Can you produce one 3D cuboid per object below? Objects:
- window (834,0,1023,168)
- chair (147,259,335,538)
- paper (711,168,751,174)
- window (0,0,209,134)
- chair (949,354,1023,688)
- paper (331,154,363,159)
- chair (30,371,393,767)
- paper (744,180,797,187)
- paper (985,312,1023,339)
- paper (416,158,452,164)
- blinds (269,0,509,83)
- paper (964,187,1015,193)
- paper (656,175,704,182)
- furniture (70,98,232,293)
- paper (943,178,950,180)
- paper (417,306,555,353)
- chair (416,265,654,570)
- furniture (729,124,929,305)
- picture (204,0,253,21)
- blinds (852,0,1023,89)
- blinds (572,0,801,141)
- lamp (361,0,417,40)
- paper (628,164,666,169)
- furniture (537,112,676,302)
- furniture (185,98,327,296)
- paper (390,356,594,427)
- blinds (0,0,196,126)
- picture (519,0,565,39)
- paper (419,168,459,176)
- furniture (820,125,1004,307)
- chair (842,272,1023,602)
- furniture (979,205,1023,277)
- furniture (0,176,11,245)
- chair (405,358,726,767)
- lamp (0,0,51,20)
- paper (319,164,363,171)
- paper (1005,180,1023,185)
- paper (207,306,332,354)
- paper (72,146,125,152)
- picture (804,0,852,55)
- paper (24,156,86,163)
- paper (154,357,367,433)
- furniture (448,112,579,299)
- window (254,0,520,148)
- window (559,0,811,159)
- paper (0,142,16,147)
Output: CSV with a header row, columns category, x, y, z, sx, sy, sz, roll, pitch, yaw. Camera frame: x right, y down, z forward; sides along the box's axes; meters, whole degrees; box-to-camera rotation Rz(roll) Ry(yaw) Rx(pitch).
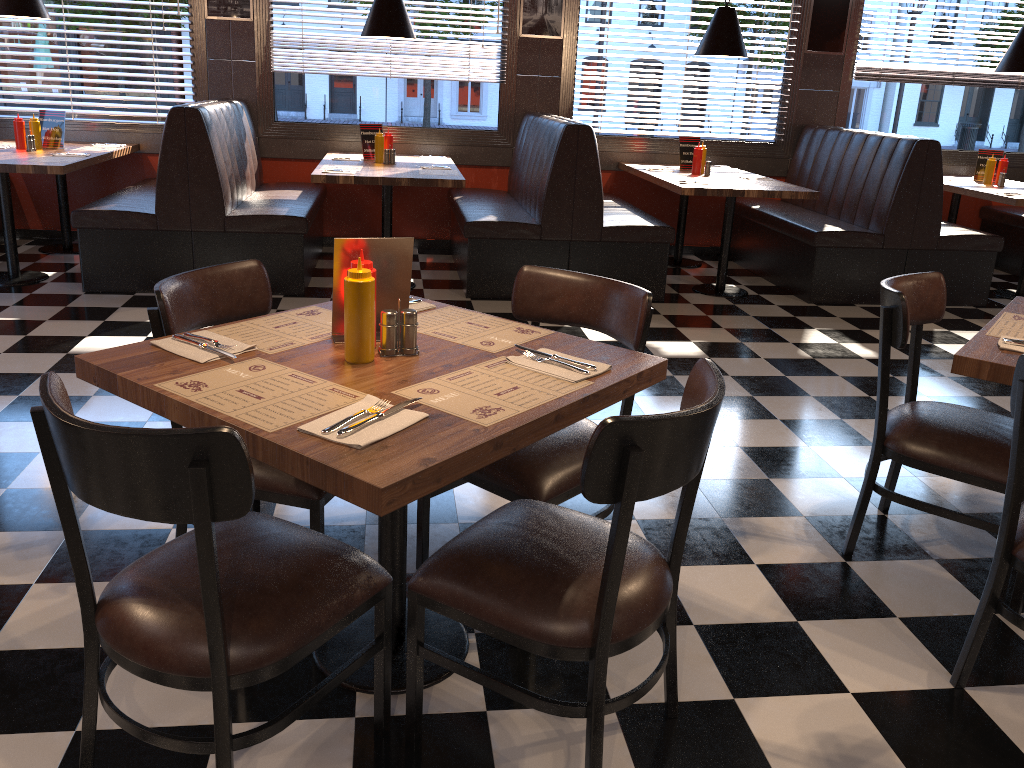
category,x,y,z,sx,sy,sz,roll,pitch,yaw
window,3.771,-2.755,7.582,2.027,1.693,0.129,0,17,-8
chair,-0.666,0.136,2.450,0.545,0.857,0.492,7,18,14
paper,1.737,-1.707,7.100,0.261,0.001,0.370,1,19,-6
window,-3.326,-2.773,6.592,2.027,1.693,0.129,0,17,-8
chair,1.416,0.366,2.090,0.547,0.856,0.490,-14,24,-42
paper,-1.229,-1.720,6.700,0.261,0.001,0.370,-1,19,-10
chair,-0.574,0.387,1.737,0.488,0.856,0.549,12,20,27
paper,1.833,-1.434,6.324,0.261,0.001,0.370,-1,19,-10
paper,1.554,-0.153,2.582,0.262,0.001,0.368,16,23,33
paper,-0.592,-1.681,6.682,0.261,0.001,0.370,0,19,-7
blinds,-0.924,-2.963,6.784,1.868,1.191,0.101,0,17,-8
paper,3.575,-1.449,6.622,0.261,0.001,0.370,1,19,-6
paper,1.195,-1.471,6.338,0.261,0.001,0.370,0,19,-7
furniture,-2.431,-1.394,6.178,0.706,1.140,1.732,0,19,-8
paper,3.490,-1.722,7.400,0.261,0.001,0.370,0,19,-10
paper,-0.110,-0.148,2.321,0.367,0.001,0.263,16,23,34
chair,0.077,0.140,2.548,0.489,0.856,0.548,17,23,38
furniture,2.301,-1.382,6.838,0.706,1.140,1.732,0,19,-8
picture,-2.123,-3.003,6.617,0.351,0.530,0.012,0,17,-8
blinds,3.797,-3.030,7.418,1.868,1.026,0.100,0,17,-8
blinds,1.432,-2.793,7.165,1.868,1.533,0.102,0,17,-8
lamp,-0.798,-3.343,5.794,0.382,2.019,0.386,-6,19,-26
paper,1.091,-1.728,7.065,0.261,0.001,0.370,1,19,-7
furniture,0.634,-1.386,6.606,0.706,1.140,1.732,0,19,-8
furniture,-1.732,-1.392,6.275,0.706,1.140,1.732,0,19,-8
paper,-0.034,0.007,1.884,0.262,0.001,0.368,17,24,36
blinds,-3.306,-2.766,6.515,1.868,1.614,0.100,0,17,-8
picture,0.244,-2.997,6.948,0.351,0.530,0.012,0,17,-8
paper,-0.492,-1.425,5.955,0.261,0.001,0.370,1,19,-6
furniture,3.000,-1.380,6.936,0.706,1.140,1.732,0,19,-8
chair,1.367,0.132,2.760,0.547,0.857,0.490,16,21,35
furniture,4.667,-1.376,7.169,0.706,1.140,1.732,0,19,-8
furniture,-4.097,-1.398,5.945,0.706,1.140,1.732,0,19,-8
chair,0.126,0.374,1.878,0.547,0.857,0.490,13,20,30
lamp,-3.158,-3.349,5.465,0.384,2.019,0.384,17,22,38
paper,-1.138,-1.446,5.923,0.261,0.001,0.370,1,19,-6
paper,4.127,-1.682,7.377,0.261,0.001,0.370,1,19,-7
paper,-0.551,-0.142,2.241,0.262,0.001,0.368,16,23,33
paper,-2.966,-1.687,6.351,0.261,0.001,0.370,1,19,-7
picture,2.604,-2.992,7.277,0.351,0.530,0.012,0,17,-8
paper,-2.866,-1.414,5.575,0.261,0.001,0.370,-1,19,-11
paper,-0.504,0.014,1.798,0.367,0.001,0.263,16,23,33
furniture,-0.065,-1.388,6.508,0.706,1.140,1.732,0,19,-8
window,-0.961,-2.767,6.922,2.027,1.693,0.129,0,17,-8
window,1.405,-2.761,7.252,2.027,1.693,0.129,0,17,-8
paper,-3.612,-1.707,6.312,0.261,0.001,0.370,1,19,-7
